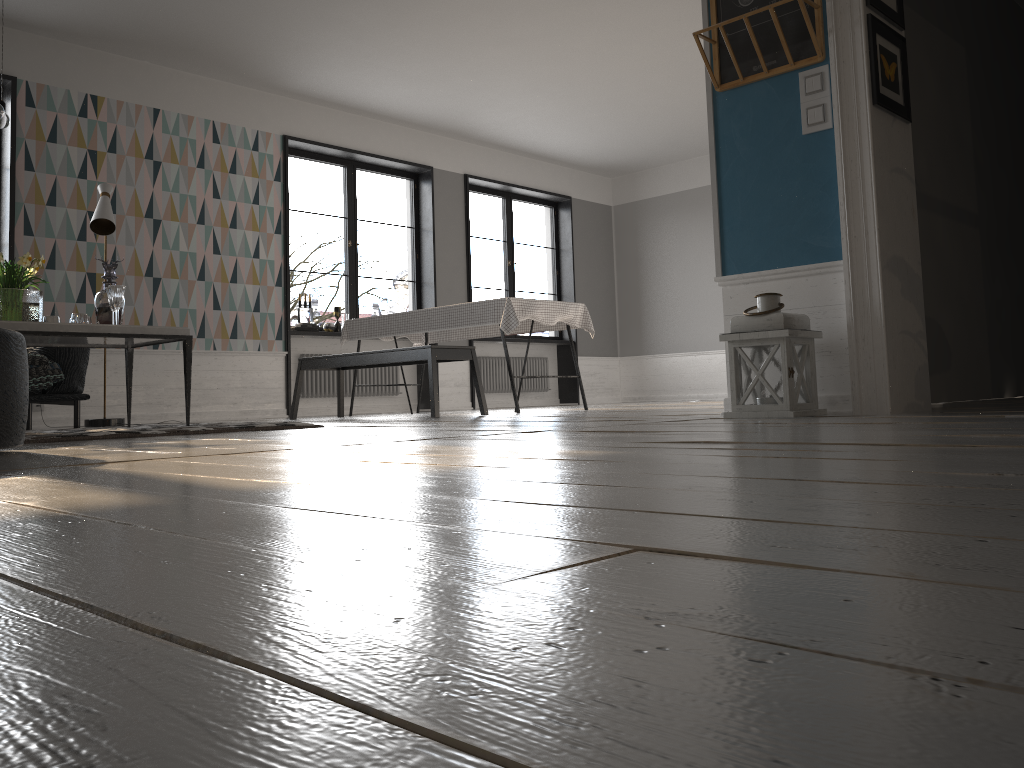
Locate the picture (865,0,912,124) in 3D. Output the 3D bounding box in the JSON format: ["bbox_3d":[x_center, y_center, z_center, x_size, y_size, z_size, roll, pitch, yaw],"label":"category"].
[{"bbox_3d":[2.188,-1.479,2.869,1.939,0.756,0.358,-3,-4,44],"label":"picture"}]

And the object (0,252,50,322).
[{"bbox_3d":[-2.368,-0.437,4.146,0.351,0.353,0.324,1,-4,-44],"label":"object"}]

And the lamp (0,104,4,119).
[{"bbox_3d":[-1.772,-2.016,4.002,1.394,1.544,0.074,-3,-5,13],"label":"lamp"}]

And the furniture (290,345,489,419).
[{"bbox_3d":[-0.918,0.007,6.244,1.664,0.458,0.465,-3,-3,44],"label":"furniture"}]

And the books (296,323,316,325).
[{"bbox_3d":[-1.953,-0.563,8.381,0.153,0.017,0.123,-1,-1,-44],"label":"books"}]

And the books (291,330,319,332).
[{"bbox_3d":[-1.983,-0.497,8.354,0.267,0.011,0.161,-1,-1,-43],"label":"books"}]

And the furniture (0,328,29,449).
[{"bbox_3d":[-1.688,0.021,2.324,0.734,0.358,0.734,-3,-2,31],"label":"furniture"}]

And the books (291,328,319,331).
[{"bbox_3d":[-1.987,-0.512,8.362,0.183,0.019,0.271,-3,-1,44],"label":"books"}]

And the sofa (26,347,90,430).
[{"bbox_3d":[-3.604,-0.089,4.747,0.967,0.801,2.338,-4,-3,44],"label":"sofa"}]

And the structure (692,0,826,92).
[{"bbox_3d":[0.998,-1.666,3.664,0.493,0.779,0.185,-5,-6,44],"label":"structure"}]

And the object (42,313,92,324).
[{"bbox_3d":[-2.198,-0.300,4.487,0.279,0.088,0.245,-2,-1,22],"label":"object"}]

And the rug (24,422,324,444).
[{"bbox_3d":[-2.377,0.233,3.798,1.765,0.034,2.524,-3,-1,44],"label":"rug"}]

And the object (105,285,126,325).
[{"bbox_3d":[-2.012,-0.379,4.491,0.082,0.228,0.167,1,-5,-34],"label":"object"}]

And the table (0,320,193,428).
[{"bbox_3d":[-2.340,-0.005,4.089,0.730,0.513,1.455,-4,-2,44],"label":"table"}]

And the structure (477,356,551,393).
[{"bbox_3d":[0.028,-0.110,10.565,0.148,0.430,1.222,-6,-4,42],"label":"structure"}]

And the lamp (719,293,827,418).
[{"bbox_3d":[1.003,-0.114,3.413,0.286,0.480,0.286,-5,-5,43],"label":"lamp"}]

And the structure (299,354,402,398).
[{"bbox_3d":[-1.608,-0.083,8.888,0.148,0.430,1.222,-6,-4,42],"label":"structure"}]

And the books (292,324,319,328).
[{"bbox_3d":[-1.958,-0.543,8.379,0.198,0.022,0.162,-1,-1,-45],"label":"books"}]

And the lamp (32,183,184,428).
[{"bbox_3d":[-2.898,-0.551,6.440,1.242,1.711,0.679,-5,-5,42],"label":"lamp"}]

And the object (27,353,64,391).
[{"bbox_3d":[-2.972,-0.082,4.976,0.489,0.330,0.666,-4,-2,39],"label":"object"}]

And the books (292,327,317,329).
[{"bbox_3d":[-1.979,-0.526,8.366,0.216,0.011,0.173,-1,-1,-40],"label":"books"}]

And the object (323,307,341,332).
[{"bbox_3d":[-1.744,-0.624,8.601,0.194,0.258,0.114,1,-5,-36],"label":"object"}]

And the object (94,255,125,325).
[{"bbox_3d":[-2.129,-0.470,4.681,0.148,0.419,0.155,0,-5,-26],"label":"object"}]

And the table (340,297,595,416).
[{"bbox_3d":[-0.395,-0.167,6.843,2.019,0.788,0.930,-3,-3,44],"label":"table"}]

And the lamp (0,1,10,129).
[{"bbox_3d":[-1.819,-2.012,4.132,1.394,1.544,0.074,-3,-5,13],"label":"lamp"}]

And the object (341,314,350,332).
[{"bbox_3d":[-1.578,-0.594,8.783,0.152,0.193,0.267,-5,-4,44],"label":"object"}]
